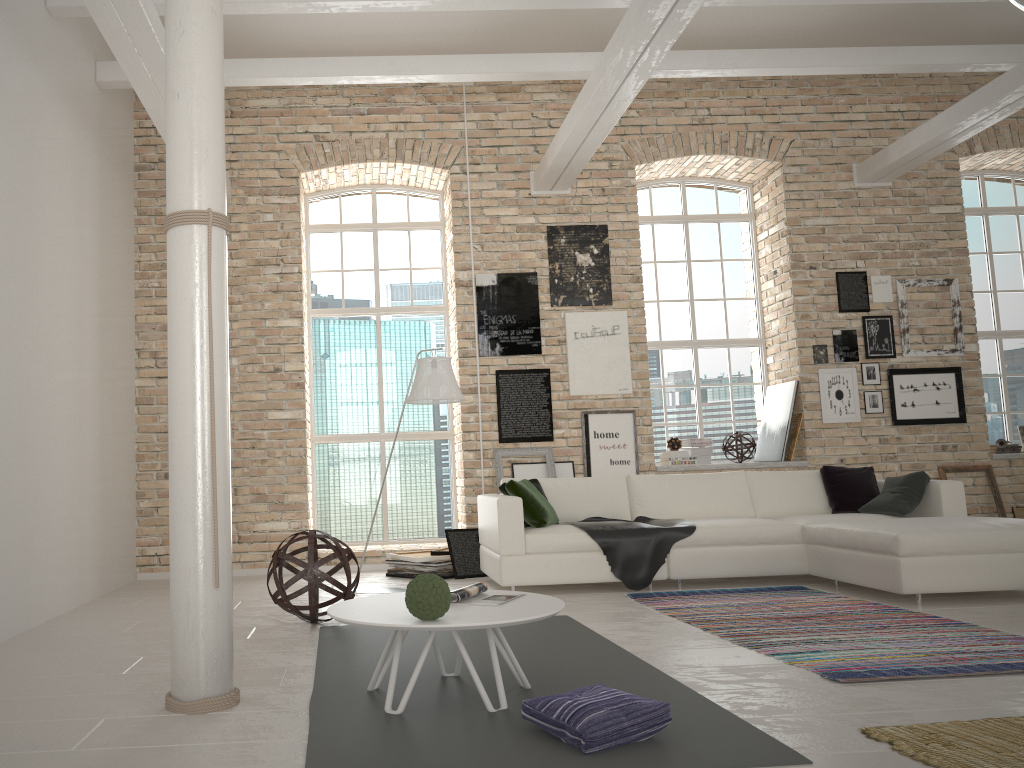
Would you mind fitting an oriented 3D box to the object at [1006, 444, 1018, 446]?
[{"bbox_3d":[4.750,0.597,8.646,0.212,0.021,0.160,-2,-6,-5],"label":"object"}]

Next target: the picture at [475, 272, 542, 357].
[{"bbox_3d":[-0.034,-0.656,8.367,0.587,0.786,0.037,-2,-6,-2],"label":"picture"}]

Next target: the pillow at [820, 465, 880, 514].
[{"bbox_3d":[2.628,0.817,6.874,0.424,0.390,0.243,-2,-6,-4],"label":"pillow"}]

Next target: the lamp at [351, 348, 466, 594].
[{"bbox_3d":[-0.789,0.640,6.642,1.062,1.777,0.424,-6,-7,29],"label":"lamp"}]

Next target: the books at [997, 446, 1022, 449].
[{"bbox_3d":[4.752,0.620,8.655,0.253,0.026,0.207,-1,-6,-10],"label":"books"}]

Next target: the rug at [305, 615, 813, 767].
[{"bbox_3d":[-0.127,1.225,3.787,1.418,0.042,2.753,-1,-6,-10],"label":"rug"}]

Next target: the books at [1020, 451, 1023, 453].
[{"bbox_3d":[4.985,0.644,8.460,0.226,0.022,0.177,-2,-6,-5],"label":"books"}]

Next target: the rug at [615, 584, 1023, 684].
[{"bbox_3d":[1.606,1.255,4.691,1.388,0.008,2.718,-1,-6,-10],"label":"rug"}]

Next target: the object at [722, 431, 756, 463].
[{"bbox_3d":[2.153,0.598,8.454,0.297,0.308,0.315,-1,-6,-15],"label":"object"}]

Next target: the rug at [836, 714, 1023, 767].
[{"bbox_3d":[2.299,0.979,2.220,2.154,0.021,1.569,-1,-6,-11],"label":"rug"}]

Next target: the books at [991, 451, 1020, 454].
[{"bbox_3d":[4.746,0.671,8.644,0.254,0.025,0.203,-2,-6,-4],"label":"books"}]

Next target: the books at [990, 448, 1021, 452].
[{"bbox_3d":[4.744,0.645,8.650,0.252,0.030,0.205,-1,-6,-6],"label":"books"}]

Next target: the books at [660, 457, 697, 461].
[{"bbox_3d":[1.567,0.709,8.412,0.267,0.024,0.222,-1,-6,-9],"label":"books"}]

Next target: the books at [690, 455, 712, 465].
[{"bbox_3d":[1.794,0.746,8.719,0.238,0.088,0.317,-2,-6,-2],"label":"books"}]

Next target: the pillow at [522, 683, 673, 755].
[{"bbox_3d":[0.262,1.062,2.824,0.334,0.164,0.374,1,-7,-30],"label":"pillow"}]

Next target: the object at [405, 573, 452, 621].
[{"bbox_3d":[-0.292,0.744,3.110,0.152,0.164,0.173,1,-7,-30],"label":"object"}]

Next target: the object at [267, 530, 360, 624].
[{"bbox_3d":[-1.171,1.135,5.266,0.507,0.543,0.575,1,-7,-30],"label":"object"}]

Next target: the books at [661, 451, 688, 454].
[{"bbox_3d":[1.537,0.646,8.430,0.178,0.030,0.182,0,-6,-17],"label":"books"}]

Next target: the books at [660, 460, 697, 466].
[{"bbox_3d":[1.566,0.745,8.408,0.272,0.048,0.222,-1,-6,-9],"label":"books"}]

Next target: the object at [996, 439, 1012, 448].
[{"bbox_3d":[4.782,0.580,8.667,0.101,0.090,0.447,-7,-7,35],"label":"object"}]

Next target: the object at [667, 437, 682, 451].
[{"bbox_3d":[1.546,0.572,8.489,0.149,0.137,0.136,-5,-6,21],"label":"object"}]

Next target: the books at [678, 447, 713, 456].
[{"bbox_3d":[1.791,0.663,8.729,0.233,0.088,0.324,-1,-6,-12],"label":"books"}]

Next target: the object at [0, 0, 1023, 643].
[{"bbox_3d":[2.378,-1.279,3.550,10.044,4.803,11.969,-2,-6,-7],"label":"object"}]

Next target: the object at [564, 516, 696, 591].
[{"bbox_3d":[0.802,1.203,6.418,0.884,0.464,0.785,-1,-6,-8],"label":"object"}]

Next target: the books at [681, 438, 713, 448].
[{"bbox_3d":[1.778,0.578,8.731,0.290,0.085,0.240,0,-6,-25],"label":"books"}]

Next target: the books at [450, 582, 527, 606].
[{"bbox_3d":[-0.169,0.839,3.576,0.393,0.048,0.289,-5,-6,24],"label":"books"}]

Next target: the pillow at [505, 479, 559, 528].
[{"bbox_3d":[0.143,0.857,6.451,0.319,0.344,0.397,-4,-6,18],"label":"pillow"}]

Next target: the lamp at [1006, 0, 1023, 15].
[{"bbox_3d":[1.476,-1.690,2.310,0.514,1.600,0.490,-4,-6,8],"label":"lamp"}]

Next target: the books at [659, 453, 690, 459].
[{"bbox_3d":[1.532,0.681,8.427,0.195,0.041,0.202,0,-6,-20],"label":"books"}]

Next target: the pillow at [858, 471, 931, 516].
[{"bbox_3d":[2.769,0.790,6.462,0.330,0.305,0.429,-1,-6,-17],"label":"pillow"}]

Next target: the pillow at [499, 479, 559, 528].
[{"bbox_3d":[0.126,0.900,6.729,0.335,0.365,0.384,-7,-8,40],"label":"pillow"}]

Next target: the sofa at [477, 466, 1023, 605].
[{"bbox_3d":[1.539,1.017,6.110,3.257,0.842,2.187,-2,-6,-5],"label":"sofa"}]
